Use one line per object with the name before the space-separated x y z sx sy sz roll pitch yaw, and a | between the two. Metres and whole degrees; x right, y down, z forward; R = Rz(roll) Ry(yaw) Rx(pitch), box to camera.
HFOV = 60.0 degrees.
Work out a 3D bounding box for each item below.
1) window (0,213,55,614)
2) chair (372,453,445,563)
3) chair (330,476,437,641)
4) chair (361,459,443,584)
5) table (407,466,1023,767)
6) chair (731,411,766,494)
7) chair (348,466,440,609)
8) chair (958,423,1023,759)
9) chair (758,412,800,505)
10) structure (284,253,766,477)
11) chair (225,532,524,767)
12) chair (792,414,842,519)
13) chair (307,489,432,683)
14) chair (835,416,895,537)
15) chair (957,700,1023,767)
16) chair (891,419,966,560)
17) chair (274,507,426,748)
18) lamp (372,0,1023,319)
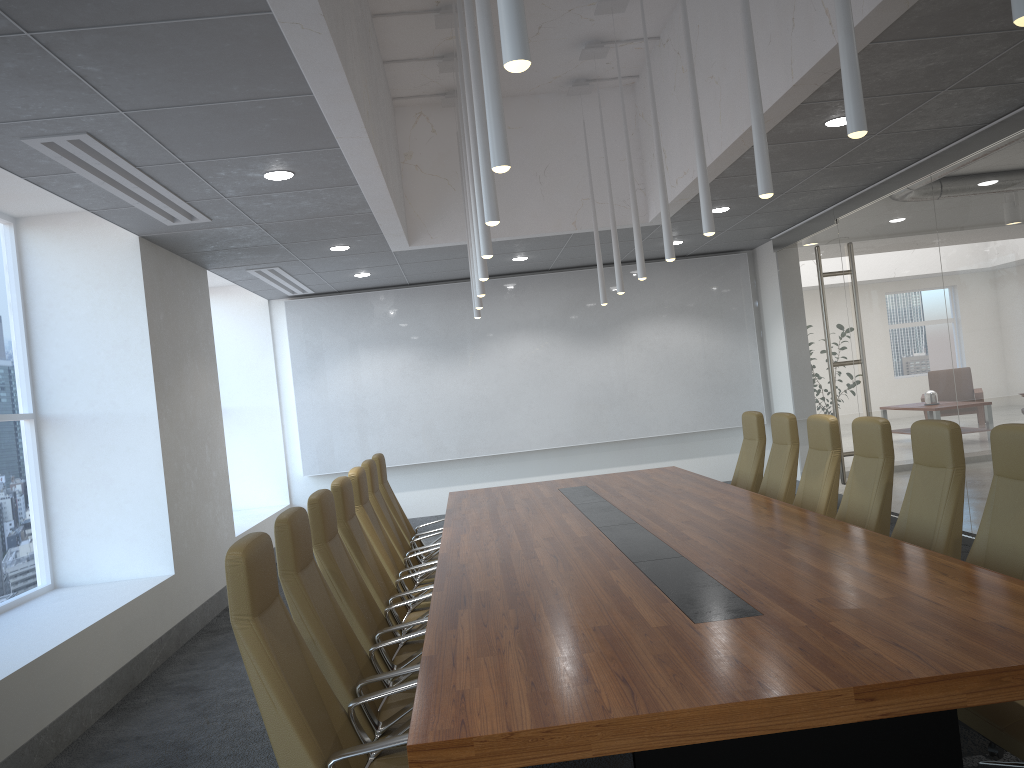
window | -0.334 -0.360 16.545 24.175 20.155 35.932 -6 -1 -3
chair | -0.711 1.283 8.055 0.955 1.406 0.711 -6 -1 -3
chair | -0.585 1.246 5.671 0.955 1.406 0.711 -6 -1 -3
chair | -0.669 1.270 7.259 0.955 1.406 0.711 -6 -1 -3
table | 0.730 1.357 5.729 2.300 0.895 6.500 -6 -1 -3
chair | 1.872 0.998 8.208 0.955 1.406 0.711 -6 -1 -3
chair | -0.628 1.259 6.484 0.955 1.406 0.711 -6 -1 -3
chair | 2.084 0.937 4.214 0.955 1.406 0.711 -6 -1 -3
chair | 1.914 0.986 7.410 0.955 1.406 0.711 -6 -1 -3
structure | 0.591 -0.398 5.752 6.600 2.466 13.989 -6 -1 -3
chair | -0.458 1.210 3.277 0.955 1.406 0.711 -6 -1 -3
chair | 1.957 0.973 6.602 0.955 1.406 0.711 -6 -1 -3
chair | -0.542 1.234 4.868 0.955 1.406 0.711 -6 -1 -3
chair | 1.999 0.961 5.808 0.955 1.406 0.711 -6 -1 -3
chair | 2.194 0.917 3.405 0.955 1.406 0.711 -6 -1 -3
chair | 2.041 0.949 5.009 0.955 1.406 0.711 -6 -1 -3
chair | -0.500 1.222 4.061 0.955 1.406 0.711 -6 -1 -3
lamp | 0.360 -1.983 5.760 2.619 2.378 7.258 -6 -1 -3
